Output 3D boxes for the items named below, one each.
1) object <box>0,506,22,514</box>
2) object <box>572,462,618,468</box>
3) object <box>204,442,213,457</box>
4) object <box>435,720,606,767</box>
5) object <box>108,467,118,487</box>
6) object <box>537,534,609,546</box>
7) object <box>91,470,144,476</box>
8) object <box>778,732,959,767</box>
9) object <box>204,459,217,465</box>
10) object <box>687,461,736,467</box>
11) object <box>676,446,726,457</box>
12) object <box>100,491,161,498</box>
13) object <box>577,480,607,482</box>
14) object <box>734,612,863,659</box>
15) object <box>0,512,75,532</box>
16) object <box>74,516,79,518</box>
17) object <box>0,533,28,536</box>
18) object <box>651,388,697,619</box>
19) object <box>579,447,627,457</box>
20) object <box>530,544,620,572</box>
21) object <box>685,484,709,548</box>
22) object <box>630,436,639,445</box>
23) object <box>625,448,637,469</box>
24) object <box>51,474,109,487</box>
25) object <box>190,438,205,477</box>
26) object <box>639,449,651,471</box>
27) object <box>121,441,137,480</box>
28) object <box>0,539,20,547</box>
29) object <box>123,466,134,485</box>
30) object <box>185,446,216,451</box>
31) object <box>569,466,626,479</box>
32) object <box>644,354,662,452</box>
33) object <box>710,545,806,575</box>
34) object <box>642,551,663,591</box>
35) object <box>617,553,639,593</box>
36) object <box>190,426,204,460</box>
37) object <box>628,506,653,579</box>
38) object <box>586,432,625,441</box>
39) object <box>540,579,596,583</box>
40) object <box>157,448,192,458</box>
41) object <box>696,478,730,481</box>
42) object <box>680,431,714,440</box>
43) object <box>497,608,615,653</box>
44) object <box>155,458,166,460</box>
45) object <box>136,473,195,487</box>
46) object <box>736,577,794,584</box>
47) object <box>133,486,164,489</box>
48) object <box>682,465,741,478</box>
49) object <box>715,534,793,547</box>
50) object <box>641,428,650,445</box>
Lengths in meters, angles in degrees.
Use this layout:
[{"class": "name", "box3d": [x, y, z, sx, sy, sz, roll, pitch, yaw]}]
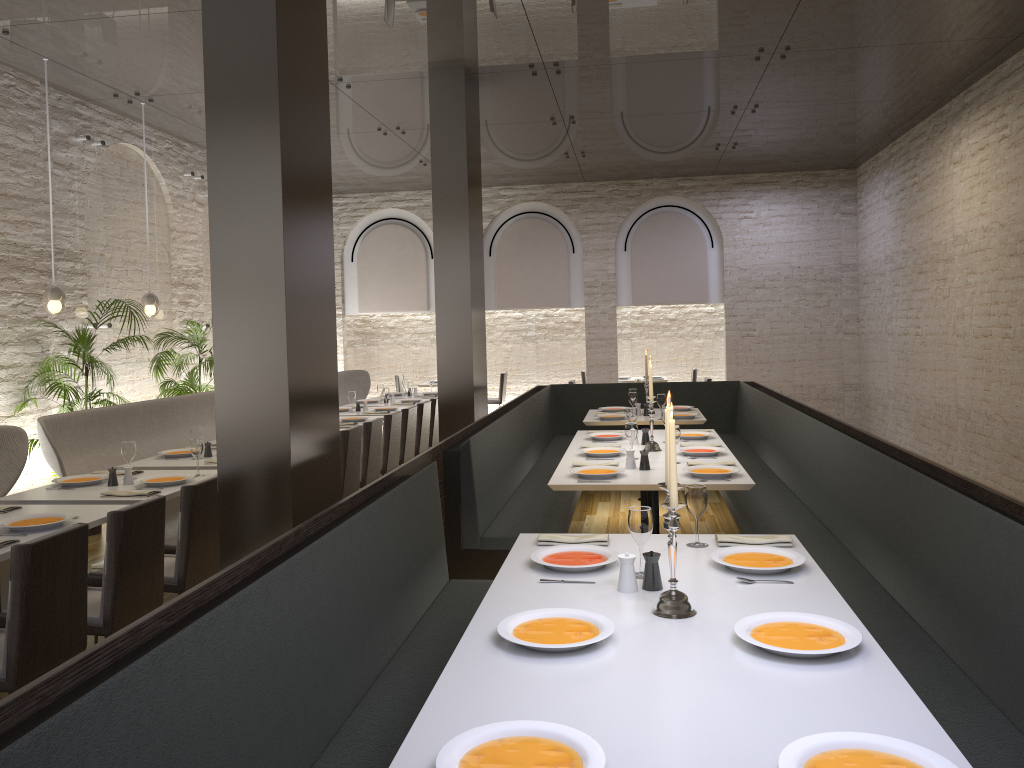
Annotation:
[{"class": "object", "box3d": [-2.654, 0.636, 4.488, 0.273, 0.033, 0.143, -1, 3, 8]}, {"class": "object", "box3d": [0.509, 0.493, 5.400, 0.273, 0.033, 0.143, -1, 3, 8]}, {"class": "object", "box3d": [-2.170, 0.465, 6.325, 0.059, 0.109, 0.059, -2, 2, 0]}, {"class": "object", "box3d": [0.016, 0.724, 1.676, 0.321, 0.036, 0.322, -3, 4, -16]}, {"class": "object", "box3d": [-2.331, 0.539, 5.172, 0.059, 0.109, 0.059, -1, 2, 16]}, {"class": "object", "box3d": [0.243, 0.609, 3.497, 0.273, 0.033, 0.143, -1, 3, 8]}, {"class": "object", "box3d": [-2.497, 0.564, 5.610, 0.273, 0.033, 0.143, -1, 3, 8]}, {"class": "object", "box3d": [0.644, 0.712, 1.586, 0.321, 0.036, 0.322, -3, 4, -16]}, {"class": "object", "box3d": [-1.920, 0.525, 5.994, 0.273, 0.033, 0.143, -1, 3, 8]}, {"class": "object", "box3d": [1.191, 0.480, 5.305, 0.273, 0.033, 0.143, -1, 3, 8]}, {"class": "object", "box3d": [1.230, 0.443, 5.784, 0.321, 0.036, 0.322, 0, 4, 28]}, {"class": "object", "box3d": [-2.081, 0.598, 4.842, 0.273, 0.033, 0.143, -1, 3, 8]}, {"class": "object", "box3d": [0.450, 0.532, 4.842, 0.185, 0.010, 0.017, -1, 3, 8]}, {"class": "object", "box3d": [0.747, 0.665, 2.321, 0.321, 0.036, 0.322, -3, 4, -16]}, {"class": "object", "box3d": [-2.187, 0.640, 4.076, 0.322, 0.036, 0.322, -2, 4, -14]}, {"class": "object", "box3d": [-2.167, 0.640, 4.252, 0.185, 0.010, 0.017, -1, 3, 8]}, {"class": "object", "box3d": [-2.217, 0.660, 3.895, 0.181, 0.015, 0.038, -1, 3, 9]}, {"class": "object", "box3d": [0.467, 0.343, 2.598, 0.131, 0.656, 0.390, -1, 2, 19]}, {"class": "object", "box3d": [0.602, 0.455, 5.874, 0.321, 0.036, 0.322, 0, 4, 28]}, {"class": "object", "box3d": [0.224, 0.629, 3.164, 0.321, 0.036, 0.322, 0, 4, 28]}, {"class": "object", "box3d": [0.706, 0.503, 3.388, 0.086, 0.230, 0.086, -1, 1, 20]}, {"class": "object", "box3d": [0.875, 0.376, 6.355, 0.069, 0.126, 0.069, -2, 2, 2]}, {"class": "object", "box3d": [0.707, 0.446, 5.281, 0.069, 0.126, 0.069, -1, 2, 31]}, {"class": "object", "box3d": [-2.562, 0.579, 5.274, 0.322, 0.036, 0.322, 2, 5, 43]}, {"class": "object", "box3d": [-1.933, 0.452, 5.447, 0.086, 0.230, 0.086, -3, 2, -40]}, {"class": "object", "box3d": [0.781, 0.447, 5.220, 0.069, 0.126, 0.069, 0, 2, 39]}, {"class": "object", "box3d": [-2.332, 0.466, 5.398, 0.086, 0.230, 0.086, -3, 2, -40]}, {"class": "object", "box3d": [-2.238, 0.670, 3.720, 0.273, 0.033, 0.143, -1, 3, 8]}, {"class": "object", "box3d": [-2.255, 0.535, 5.208, 0.059, 0.109, 0.059, -1, 2, 16]}, {"class": "object", "box3d": [-2.336, 0.490, 6.762, 0.273, 0.033, 0.143, -1, 3, 8]}, {"class": "object", "box3d": [0.488, 0.508, 5.055, 0.321, 0.036, 0.322, -1, 3, 6]}, {"class": "object", "box3d": [0.944, 0.124, 6.010, 0.131, 0.656, 0.390, -1, 2, 19]}, {"class": "object", "box3d": [0.852, 0.617, 3.074, 0.321, 0.036, 0.322, 0, 4, 28]}, {"class": "object", "box3d": [0.450, 0.599, 2.846, 0.069, 0.126, 0.069, -2, 2, 2]}, {"class": "object", "box3d": [0.369, 0.602, 2.833, 0.069, 0.126, 0.069, -2, 2, 2]}, {"class": "object", "box3d": [-2.216, 0.413, 6.228, 0.086, 0.230, 0.086, -2, 2, -34]}, {"class": "object", "box3d": [0.436, 0.534, 2.995, 0.086, 0.230, 0.086, -1, 1, 20]}, {"class": "object", "box3d": [0.720, 0.401, 6.716, 0.321, 0.036, 0.322, -1, 3, 4]}, {"class": "object", "box3d": [0.184, 0.654, 2.938, 0.185, 0.010, 0.017, -1, 3, 8]}, {"class": "object", "box3d": [-2.401, 0.505, 6.427, 0.322, 0.036, 0.322, -2, 3, -10]}, {"class": "object", "box3d": [1.086, 0.516, 4.775, 0.181, 0.015, 0.038, -1, 3, 9]}, {"class": "object", "box3d": [1.348, 0.389, 6.626, 0.321, 0.036, 0.322, -1, 3, 4]}, {"class": "object", "box3d": [0.119, 0.677, 2.411, 0.321, 0.036, 0.322, -3, 4, -16]}, {"class": "object", "box3d": [-2.431, 0.527, 6.245, 0.185, 0.010, 0.017, -1, 3, 8]}, {"class": "object", "box3d": [-2.030, 0.569, 5.198, 0.322, 0.036, 0.322, 2, 5, 43]}, {"class": "object", "box3d": [0.820, 0.637, 2.872, 0.181, 0.015, 0.038, -1, 3, 9]}, {"class": "object", "box3d": [-2.060, 0.588, 5.017, 0.181, 0.015, 0.038, -1, 3, 9]}, {"class": "object", "box3d": [1.116, 0.496, 4.965, 0.321, 0.036, 0.322, -3, 4, -16]}, {"class": "object", "box3d": [0.925, 0.596, 3.401, 0.273, 0.033, 0.143, -1, 3, 8]}, {"class": "object", "box3d": [0.956, 0.375, 6.340, 0.069, 0.126, 0.069, -2, 2, 2]}]
